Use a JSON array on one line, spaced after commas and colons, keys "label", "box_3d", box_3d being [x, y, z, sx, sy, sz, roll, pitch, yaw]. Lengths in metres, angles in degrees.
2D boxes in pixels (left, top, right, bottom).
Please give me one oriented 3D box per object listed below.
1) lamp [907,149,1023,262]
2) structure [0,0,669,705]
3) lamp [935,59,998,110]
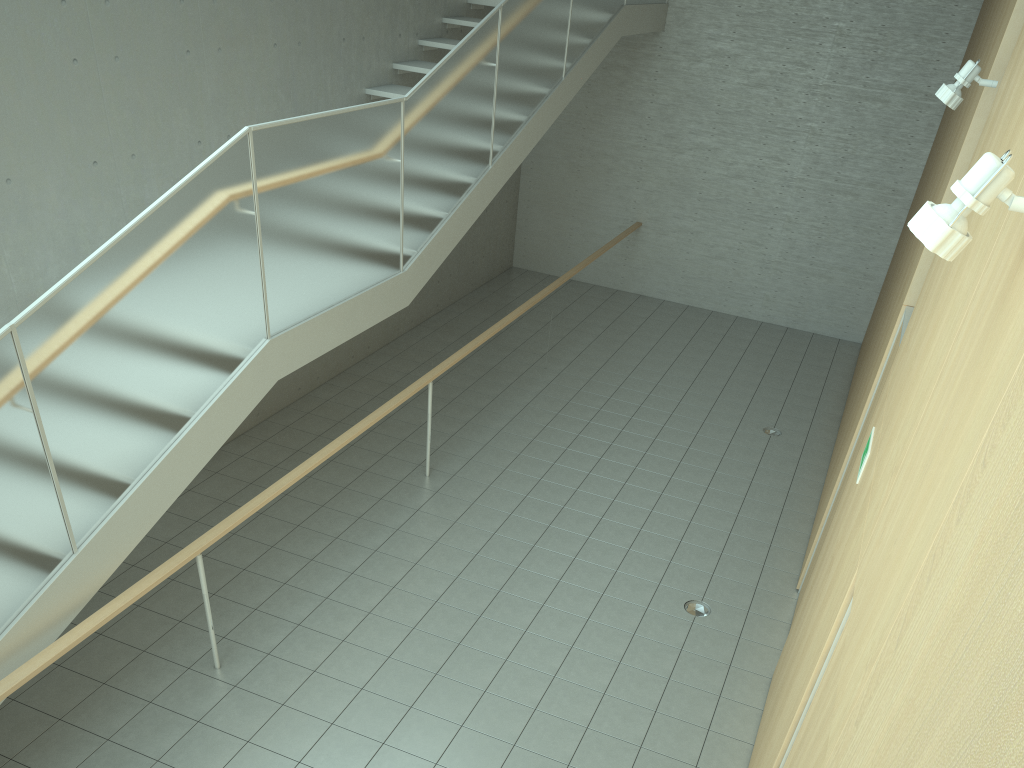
[{"label": "lamp", "box_3d": [0.904, -0.345, 1.648, 0.232, 0.226, 0.122, 6, 32, 0]}, {"label": "structure", "box_3d": [-1.521, -1.095, 5.739, 1.838, 4.903, 11.202, 18, 31, 19]}, {"label": "lamp", "box_3d": [2.027, -1.337, 3.796, 0.232, 0.226, 0.122, 6, 32, 0]}]
